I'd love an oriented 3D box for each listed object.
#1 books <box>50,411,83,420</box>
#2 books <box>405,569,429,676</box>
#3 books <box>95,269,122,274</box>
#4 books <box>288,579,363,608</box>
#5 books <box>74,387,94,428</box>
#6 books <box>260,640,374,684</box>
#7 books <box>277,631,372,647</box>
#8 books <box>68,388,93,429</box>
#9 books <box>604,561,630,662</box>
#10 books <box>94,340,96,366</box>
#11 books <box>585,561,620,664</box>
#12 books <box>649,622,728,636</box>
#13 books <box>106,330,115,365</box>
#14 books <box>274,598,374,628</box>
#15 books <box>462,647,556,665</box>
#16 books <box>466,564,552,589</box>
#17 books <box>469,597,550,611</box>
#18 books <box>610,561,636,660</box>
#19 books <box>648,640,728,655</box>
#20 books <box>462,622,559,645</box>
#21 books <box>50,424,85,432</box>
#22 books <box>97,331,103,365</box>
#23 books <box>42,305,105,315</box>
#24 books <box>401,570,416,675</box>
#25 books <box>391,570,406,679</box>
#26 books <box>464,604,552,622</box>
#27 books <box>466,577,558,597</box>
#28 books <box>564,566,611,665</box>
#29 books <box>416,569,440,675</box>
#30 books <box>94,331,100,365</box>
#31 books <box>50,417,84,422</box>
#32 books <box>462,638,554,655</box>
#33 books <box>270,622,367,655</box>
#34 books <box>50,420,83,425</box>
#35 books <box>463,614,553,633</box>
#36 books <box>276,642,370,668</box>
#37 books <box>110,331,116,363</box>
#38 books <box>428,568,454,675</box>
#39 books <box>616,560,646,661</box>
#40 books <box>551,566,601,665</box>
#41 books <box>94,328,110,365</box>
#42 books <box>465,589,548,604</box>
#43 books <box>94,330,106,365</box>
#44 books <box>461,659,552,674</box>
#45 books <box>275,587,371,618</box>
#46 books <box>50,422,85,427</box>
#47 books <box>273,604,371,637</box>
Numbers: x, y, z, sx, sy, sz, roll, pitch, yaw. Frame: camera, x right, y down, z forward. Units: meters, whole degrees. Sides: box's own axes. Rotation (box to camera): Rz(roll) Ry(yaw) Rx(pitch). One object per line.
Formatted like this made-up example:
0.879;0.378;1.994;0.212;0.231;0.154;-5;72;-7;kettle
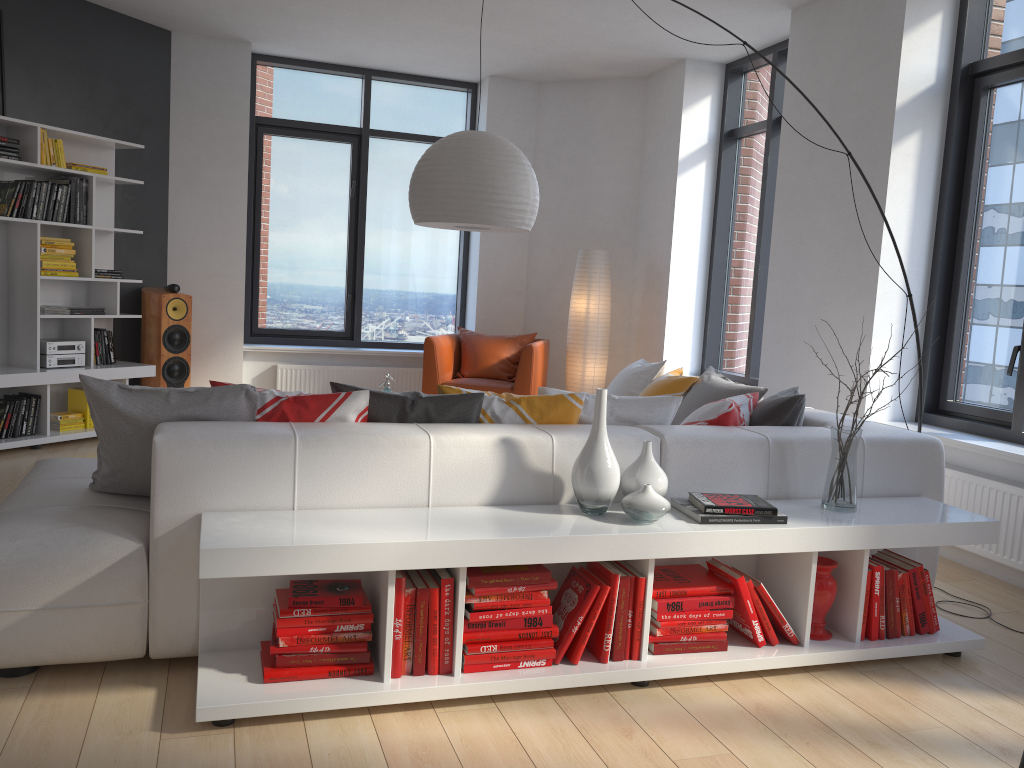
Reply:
-3.029;0.213;5.994;0.138;0.026;0.186;6;7;26;books
-0.290;0.694;2.617;0.034;0.259;0.207;1;6;-18;books
-2.878;-0.793;6.222;0.161;0.023;0.213;7;7;30;books
-0.538;0.604;2.562;0.206;0.029;0.152;2;6;-12;books
-2.956;0.162;6.125;0.199;0.263;0.015;6;7;26;books
-0.570;0.796;2.575;0.301;0.032;0.227;1;6;-18;books
-0.550;0.708;2.577;0.257;0.025;0.182;1;6;-18;books
-2.968;0.166;6.097;0.198;0.255;0.044;6;7;26;books
0.301;0.704;2.803;0.038;0.270;0.215;1;6;-18;books
-2.975;-0.269;6.163;0.202;0.268;0.053;6;7;26;books
0.271;0.701;2.775;0.046;0.282;0.199;1;6;-19;books
0.546;0.770;2.902;0.257;0.025;0.182;1;6;-18;books
-2.902;-0.264;6.280;0.177;0.242;0.066;6;7;26;books
-0.548;0.655;2.571;0.269;0.028;0.179;2;6;-17;books
-0.031;0.789;2.683;0.282;0.030;0.188;2;6;-17;books
-0.041;0.560;2.683;0.259;0.034;0.206;1;7;-21;books
-0.026;0.640;2.687;0.236;0.023;0.178;1;6;-18;books
0.333;0.709;2.804;0.028;0.266;0.188;1;6;-18;books
0.541;0.825;2.909;0.259;0.034;0.206;2;6;-16;books
-0.038;0.730;2.716;0.301;0.032;0.227;1;6;-18;books
-3.021;0.286;5.998;0.147;0.033;0.190;6;7;26;books
-2.942;-0.256;6.210;0.170;0.236;0.049;6;7;27;books
-3.006;-0.508;6.091;0.250;0.047;0.310;6;7;22;books
-0.322;0.694;2.605;0.031;0.255;0.181;1;6;-18;books
-0.353;0.677;2.590;0.036;0.294;0.208;1;6;-18;books
-0.037;0.664;2.691;0.261;0.027;0.191;1;7;-23;books
-0.023;0.591;2.684;0.266;0.026;0.187;1;7;-24;books
0.210;0.714;2.757;0.115;0.245;0.192;1;6;-18;books
-0.251;0.695;2.619;0.042;0.259;0.195;1;6;-18;books
-2.959;-0.255;6.191;0.189;0.240;0.053;6;7;27;books
-3.017;0.234;5.994;0.134;0.014;0.187;6;7;26;books
-0.032;0.762;2.683;0.266;0.026;0.187;1;6;-19;books
-0.559;0.734;2.570;0.266;0.026;0.187;2;6;-13;books
-3.007;0.252;5.984;0.113;0.018;0.169;7;7;28;books
-0.042;0.695;2.711;0.279;0.039;0.206;1;6;-17;books
-0.555;0.762;2.584;0.259;0.034;0.206;2;6;-16;books
-2.915;-0.266;6.324;0.179;0.233;0.077;6;7;26;books
-0.219;0.680;2.633;0.049;0.291;0.214;1;6;-19;books
0.364;0.709;2.798;0.028;0.269;0.181;1;6;-19;books
0.169;0.712;2.750;0.144;0.247;0.188;1;6;-18;books
-2.922;-0.268;6.256;0.193;0.255;0.066;6;7;26;books
-0.045;0.615;2.687;0.257;0.025;0.182;1;6;-18;books
-2.925;-0.260;6.226;0.169;0.242;0.050;6;7;26;books
-0.041;0.816;2.702;0.274;0.029;0.200;1;6;-19;books
-0.549;0.629;2.571;0.254;0.025;0.178;1;6;-19;books
-3.023;0.263;5.998;0.148;0.011;0.196;6;7;26;books
-0.558;0.680;2.589;0.261;0.028;0.191;1;6;-19;books
